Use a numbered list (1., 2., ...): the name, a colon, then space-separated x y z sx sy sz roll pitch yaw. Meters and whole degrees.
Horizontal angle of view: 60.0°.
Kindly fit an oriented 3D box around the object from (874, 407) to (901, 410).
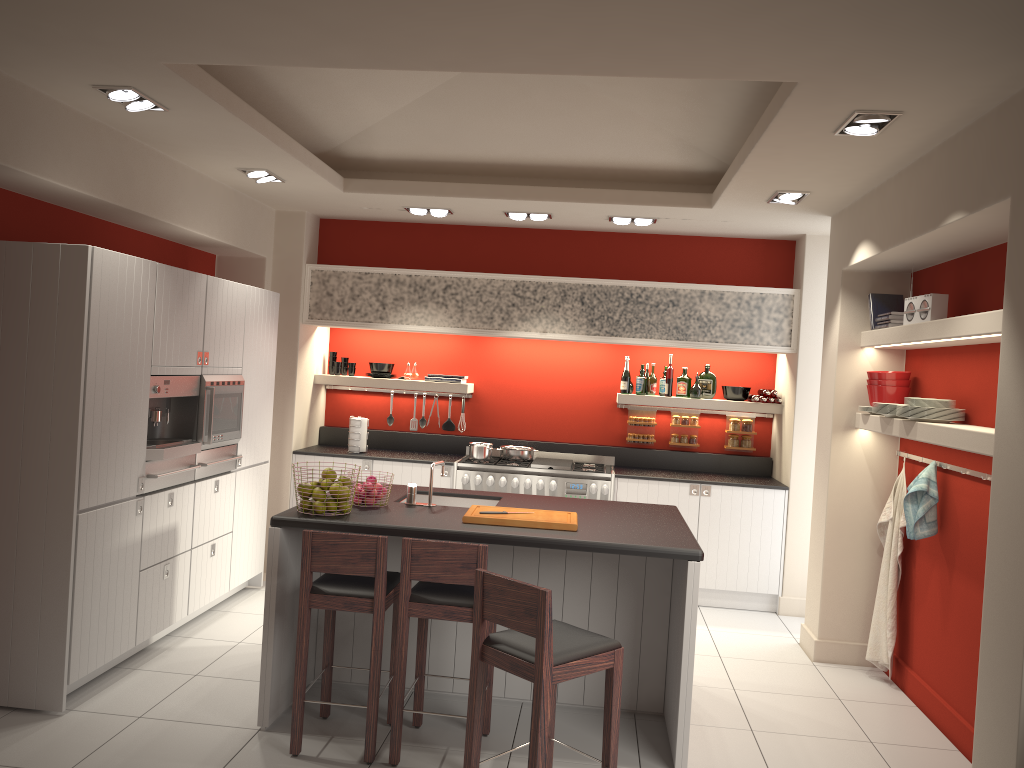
1. object: 2.296 0.157 5.202 0.339 0.020 0.339 4 1 5

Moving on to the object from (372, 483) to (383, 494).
1. object: -0.716 0.557 4.730 0.051 0.055 0.056 4 1 20

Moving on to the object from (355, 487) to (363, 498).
1. object: -0.809 0.576 4.717 0.059 0.059 0.060 4 1 17

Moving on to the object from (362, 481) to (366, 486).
1. object: -0.783 0.546 4.770 0.041 0.044 0.045 3 1 -25

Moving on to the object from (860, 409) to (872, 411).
1. object: 2.368 0.180 5.602 0.339 0.020 0.339 4 1 8

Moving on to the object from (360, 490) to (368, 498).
1. object: -0.781 0.580 4.684 0.040 0.041 0.041 4 1 42

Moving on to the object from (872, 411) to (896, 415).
1. object: 2.295 0.183 5.203 0.339 0.020 0.339 4 1 5

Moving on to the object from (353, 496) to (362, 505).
1. object: -0.821 0.618 4.715 0.050 0.049 0.049 3 1 -28

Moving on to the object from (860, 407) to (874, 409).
1. object: 2.369 0.167 5.602 0.339 0.020 0.339 4 1 8

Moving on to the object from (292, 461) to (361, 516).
1. object: -0.935 0.522 4.440 0.341 0.232 0.341 4 1 38

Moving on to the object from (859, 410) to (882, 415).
1. object: 2.368 0.187 5.602 0.339 0.020 0.339 4 1 8

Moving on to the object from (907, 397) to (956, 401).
1. object: 2.279 0.087 4.835 0.255 0.015 0.255 3 1 -13

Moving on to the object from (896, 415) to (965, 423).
1. object: 2.270 0.194 4.819 0.339 0.020 0.339 4 1 8

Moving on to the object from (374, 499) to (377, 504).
1. object: -0.745 0.628 4.764 0.040 0.039 0.039 3 1 -36

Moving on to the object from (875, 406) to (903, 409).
1. object: 2.297 0.150 5.202 0.339 0.020 0.339 4 1 5

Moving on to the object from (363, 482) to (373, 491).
1. object: -0.759 0.543 4.679 0.048 0.046 0.048 3 1 -39

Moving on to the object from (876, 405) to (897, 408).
1. object: 2.297 0.144 5.202 0.339 0.020 0.339 4 1 5

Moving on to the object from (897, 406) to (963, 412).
1. object: 2.274 0.143 4.818 0.339 0.020 0.339 4 1 8

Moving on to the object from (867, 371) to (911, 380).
1. object: 2.373 -0.006 5.595 0.260 0.161 0.260 3 1 -28

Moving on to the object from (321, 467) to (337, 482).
1. object: -0.920 0.460 4.464 0.078 0.080 0.078 4 1 6

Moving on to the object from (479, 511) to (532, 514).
1. object: -0.027 0.656 4.532 0.302 0.010 0.035 3 1 -24

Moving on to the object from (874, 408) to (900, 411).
1. object: 2.296 0.163 5.202 0.339 0.020 0.339 4 1 5

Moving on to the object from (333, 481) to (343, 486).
1. object: -0.881 0.513 4.469 0.056 0.054 0.057 3 1 -23

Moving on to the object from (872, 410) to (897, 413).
1. object: 2.295 0.176 5.202 0.339 0.020 0.339 4 1 5

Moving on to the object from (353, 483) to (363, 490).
1. object: -0.826 0.556 4.757 0.049 0.049 0.048 4 1 13

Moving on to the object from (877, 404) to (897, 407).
1. object: 2.297 0.137 5.202 0.339 0.020 0.339 4 1 5

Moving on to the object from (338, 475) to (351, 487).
1. object: -0.855 0.497 4.518 0.067 0.064 0.067 4 1 6

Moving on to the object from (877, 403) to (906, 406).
1. object: 2.298 0.131 5.202 0.339 0.020 0.339 4 1 5

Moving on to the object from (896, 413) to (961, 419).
1. object: 2.271 0.181 4.819 0.339 0.020 0.339 4 1 8

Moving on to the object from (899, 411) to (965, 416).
1. object: 2.272 0.168 4.819 0.339 0.020 0.339 4 1 8

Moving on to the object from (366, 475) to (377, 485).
1. object: -0.751 0.518 4.741 0.056 0.058 0.056 3 1 -39

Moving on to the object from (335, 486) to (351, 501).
1. object: -0.848 0.549 4.436 0.082 0.082 0.082 3 1 -28

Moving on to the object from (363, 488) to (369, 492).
1. object: -0.772 0.554 4.718 0.041 0.039 0.041 4 1 22

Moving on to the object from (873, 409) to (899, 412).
1. object: 2.295 0.170 5.202 0.339 0.020 0.339 4 1 5

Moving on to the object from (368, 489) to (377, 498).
1. object: -0.736 0.579 4.689 0.048 0.046 0.048 3 1 -35

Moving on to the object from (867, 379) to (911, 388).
1. object: 2.373 0.044 5.600 0.260 0.159 0.260 3 1 -13

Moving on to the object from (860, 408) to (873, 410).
1. object: 2.368 0.174 5.602 0.339 0.020 0.339 4 1 8

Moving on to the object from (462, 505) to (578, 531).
1. object: 0.050 0.683 4.547 0.570 0.033 0.372 4 1 4

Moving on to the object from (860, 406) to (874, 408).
1. object: 2.369 0.161 5.602 0.339 0.020 0.339 4 1 8

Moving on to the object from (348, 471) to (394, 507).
1. object: -0.761 0.562 4.760 0.248 0.168 0.248 3 1 -7

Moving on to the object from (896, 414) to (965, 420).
1. object: 2.271 0.188 4.819 0.339 0.020 0.339 4 1 8

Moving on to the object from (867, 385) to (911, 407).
1. object: 2.374 0.088 5.601 0.260 0.146 0.260 4 1 9

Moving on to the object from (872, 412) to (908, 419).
1. object: 2.294 0.189 5.203 0.339 0.020 0.339 4 1 5

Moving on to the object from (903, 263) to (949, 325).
1. object: 2.316 -0.509 4.966 0.097 0.369 0.342 4 1 1

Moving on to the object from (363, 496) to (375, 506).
1. object: -0.758 0.617 4.714 0.062 0.057 0.061 4 1 5

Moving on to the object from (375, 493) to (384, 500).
1. object: -0.710 0.600 4.748 0.046 0.043 0.046 3 1 -45

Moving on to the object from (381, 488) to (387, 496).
1. object: -0.705 0.585 4.806 0.055 0.056 0.055 4 1 15

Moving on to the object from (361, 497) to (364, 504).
1. object: -0.798 0.619 4.755 0.050 0.049 0.049 3 1 -28

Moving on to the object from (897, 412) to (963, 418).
1. object: 2.272 0.175 4.819 0.339 0.020 0.339 4 1 8
